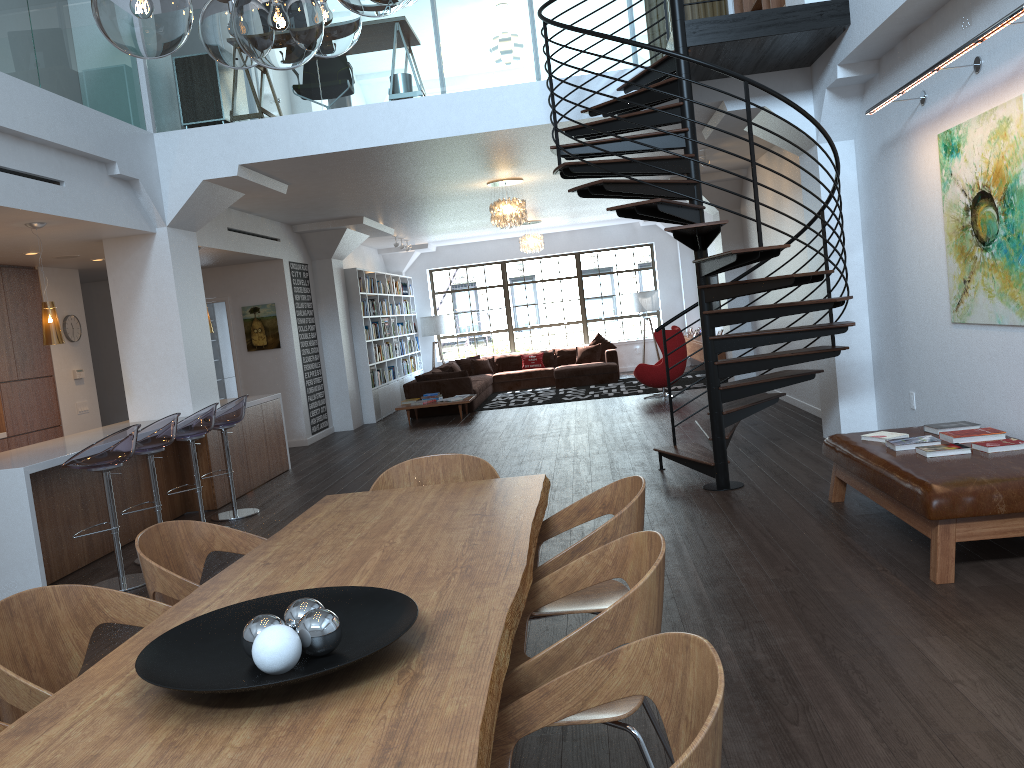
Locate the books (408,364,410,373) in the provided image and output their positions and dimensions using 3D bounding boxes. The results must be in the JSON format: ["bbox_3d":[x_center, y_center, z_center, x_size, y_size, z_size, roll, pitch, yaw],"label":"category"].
[{"bbox_3d":[-2.049,-0.315,16.928,0.160,0.250,0.026,-6,4,4],"label":"books"}]

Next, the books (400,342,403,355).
[{"bbox_3d":[-2.128,-0.642,16.389,0.174,0.243,0.085,-6,4,5],"label":"books"}]

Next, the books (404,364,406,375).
[{"bbox_3d":[-2.072,-0.267,16.528,0.161,0.223,0.026,-6,4,4],"label":"books"}]

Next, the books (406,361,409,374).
[{"bbox_3d":[-2.055,-0.306,16.803,0.183,0.253,0.034,-6,4,4],"label":"books"}]

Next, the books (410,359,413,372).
[{"bbox_3d":[-2.032,-0.340,17.192,0.183,0.253,0.037,-6,4,5],"label":"books"}]

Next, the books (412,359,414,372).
[{"bbox_3d":[-2.021,-0.353,17.336,0.183,0.253,0.037,-6,4,5],"label":"books"}]

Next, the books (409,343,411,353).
[{"bbox_3d":[-2.075,-0.719,17.241,0.183,0.253,0.039,-6,4,5],"label":"books"}]

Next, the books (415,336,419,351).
[{"bbox_3d":[-1.999,-0.817,18.128,0.176,0.290,0.053,-6,4,5],"label":"books"}]

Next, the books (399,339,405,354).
[{"bbox_3d":[-2.129,-0.680,16.577,0.197,0.290,0.136,-6,4,5],"label":"books"}]

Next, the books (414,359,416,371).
[{"bbox_3d":[-2.002,-0.375,17.642,0.171,0.246,0.057,-6,4,5],"label":"books"}]

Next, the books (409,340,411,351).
[{"bbox_3d":[-2.066,-0.724,17.309,0.171,0.246,0.036,-6,4,5],"label":"books"}]

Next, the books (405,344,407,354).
[{"bbox_3d":[-2.091,-0.671,16.855,0.161,0.222,0.084,-6,4,5],"label":"books"}]

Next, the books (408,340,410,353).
[{"bbox_3d":[-2.073,-0.712,17.136,0.174,0.251,0.051,-6,4,5],"label":"books"}]

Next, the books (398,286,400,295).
[{"bbox_3d":[-2.225,-1.800,16.804,0.160,0.250,0.026,-6,4,5],"label":"books"}]

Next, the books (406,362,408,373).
[{"bbox_3d":[-2.068,-0.295,16.765,0.174,0.240,0.045,-6,4,4],"label":"books"}]

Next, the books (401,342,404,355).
[{"bbox_3d":[-2.118,-0.654,16.474,0.182,0.253,0.098,-6,4,5],"label":"books"}]

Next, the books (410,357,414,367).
[{"bbox_3d":[-2.035,-0.371,17.395,0.198,0.284,0.066,-6,4,5],"label":"books"}]

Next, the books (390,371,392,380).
[{"bbox_3d":[-2.150,-0.141,15.396,0.107,0.167,0.017,-6,4,5],"label":"books"}]

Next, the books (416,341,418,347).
[{"bbox_3d":[-2.003,-0.768,18.031,0.161,0.213,0.146,-6,4,5],"label":"books"}]

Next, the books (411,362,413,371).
[{"bbox_3d":[-2.033,-0.343,17.227,0.183,0.253,0.036,-6,4,5],"label":"books"}]

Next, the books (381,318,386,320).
[{"bbox_3d":[-2.285,-1.094,15.133,0.223,0.027,0.161,-5,5,14],"label":"books"}]

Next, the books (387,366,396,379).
[{"bbox_3d":[-2.145,-0.200,15.725,0.140,0.231,0.042,-6,4,5],"label":"books"}]

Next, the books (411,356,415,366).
[{"bbox_3d":[-1.997,-0.391,17.503,0.140,0.298,0.044,-6,4,5],"label":"books"}]

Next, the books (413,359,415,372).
[{"bbox_3d":[-2.016,-0.360,17.456,0.189,0.247,0.057,-6,4,5],"label":"books"}]

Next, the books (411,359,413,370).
[{"bbox_3d":[-2.026,-0.348,17.305,0.160,0.250,0.027,-6,4,5],"label":"books"}]

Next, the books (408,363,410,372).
[{"bbox_3d":[-2.047,-0.304,16.954,0.161,0.223,0.027,-6,4,4],"label":"books"}]

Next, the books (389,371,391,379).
[{"bbox_3d":[-2.160,-0.135,15.345,0.120,0.167,0.020,-6,4,5],"label":"books"}]

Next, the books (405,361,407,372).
[{"bbox_3d":[-2.069,-0.292,16.642,0.183,0.253,0.034,-6,4,4],"label":"books"}]

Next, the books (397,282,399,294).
[{"bbox_3d":[-2.230,-1.792,16.697,0.183,0.253,0.034,-6,4,5],"label":"books"}]

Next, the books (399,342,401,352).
[{"bbox_3d":[-2.138,-0.639,16.287,0.182,0.255,0.077,-6,4,5],"label":"books"}]

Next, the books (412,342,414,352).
[{"bbox_3d":[-2.037,-0.726,17.566,0.161,0.221,0.035,-6,4,4],"label":"books"}]

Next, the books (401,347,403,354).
[{"bbox_3d":[-2.133,-0.650,16.428,0.182,0.255,0.077,-6,4,5],"label":"books"}]

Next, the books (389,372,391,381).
[{"bbox_3d":[-2.159,-0.126,15.308,0.110,0.153,0.019,-6,4,5],"label":"books"}]

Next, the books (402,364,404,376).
[{"bbox_3d":[-2.089,-0.253,16.374,0.161,0.223,0.026,-6,4,4],"label":"books"}]

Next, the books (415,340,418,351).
[{"bbox_3d":[-2.009,-0.769,17.880,0.172,0.235,0.112,-6,4,5],"label":"books"}]

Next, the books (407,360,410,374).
[{"bbox_3d":[-2.057,-0.316,16.885,0.180,0.259,0.060,-6,4,4],"label":"books"}]

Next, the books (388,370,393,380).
[{"bbox_3d":[-2.155,-0.147,15.446,0.126,0.173,0.032,-6,4,5],"label":"books"}]

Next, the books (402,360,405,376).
[{"bbox_3d":[-2.098,-0.290,16.456,0.198,0.284,0.066,-6,4,4],"label":"books"}]

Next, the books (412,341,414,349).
[{"bbox_3d":[-2.039,-0.744,17.652,0.168,0.228,0.139,-6,4,5],"label":"books"}]

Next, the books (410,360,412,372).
[{"bbox_3d":[-2.039,-0.337,17.157,0.183,0.253,0.036,-6,4,5],"label":"books"}]

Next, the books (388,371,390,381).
[{"bbox_3d":[-2.182,-0.134,15.246,0.134,0.184,0.030,-6,4,5],"label":"books"}]

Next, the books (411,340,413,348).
[{"bbox_3d":[-2.050,-0.745,17.529,0.160,0.251,0.039,-6,4,5],"label":"books"}]

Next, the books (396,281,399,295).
[{"bbox_3d":[-2.237,-1.789,16.665,0.183,0.253,0.034,-6,4,5],"label":"books"}]

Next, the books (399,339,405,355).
[{"bbox_3d":[-2.120,-0.687,16.639,0.176,0.293,0.125,-6,4,5],"label":"books"}]

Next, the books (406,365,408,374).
[{"bbox_3d":[-2.062,-0.285,16.730,0.161,0.223,0.027,-6,4,4],"label":"books"}]

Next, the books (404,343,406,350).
[{"bbox_3d":[-2.105,-0.679,16.781,0.170,0.251,0.118,-6,4,5],"label":"books"}]

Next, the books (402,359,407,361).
[{"bbox_3d":[-2.064,-0.327,16.836,0.176,0.290,0.036,-6,4,4],"label":"books"}]

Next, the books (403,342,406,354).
[{"bbox_3d":[-2.105,-0.671,16.728,0.174,0.242,0.105,-6,4,5],"label":"books"}]

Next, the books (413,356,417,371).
[{"bbox_3d":[-2.001,-0.404,17.723,0.176,0.290,0.053,-6,4,5],"label":"books"}]

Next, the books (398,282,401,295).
[{"bbox_3d":[-2.220,-1.805,16.833,0.183,0.253,0.034,-6,4,5],"label":"books"}]

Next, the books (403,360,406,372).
[{"bbox_3d":[-2.082,-0.303,16.565,0.176,0.290,0.053,-6,4,4],"label":"books"}]

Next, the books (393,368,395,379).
[{"bbox_3d":[-2.145,-0.179,15.641,0.146,0.202,0.027,-6,4,5],"label":"books"}]

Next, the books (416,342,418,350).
[{"bbox_3d":[-2.002,-0.766,17.980,0.161,0.213,0.118,-6,4,5],"label":"books"}]

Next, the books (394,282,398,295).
[{"bbox_3d":[-2.241,-1.779,16.583,0.171,0.246,0.057,-6,4,5],"label":"books"}]

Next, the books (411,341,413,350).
[{"bbox_3d":[-2.045,-0.729,17.494,0.161,0.223,0.032,-6,4,5],"label":"books"}]

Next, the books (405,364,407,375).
[{"bbox_3d":[-2.076,-0.289,16.610,0.183,0.253,0.034,-6,4,4],"label":"books"}]

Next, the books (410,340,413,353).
[{"bbox_3d":[-2.057,-0.737,17.428,0.183,0.253,0.042,-6,4,5],"label":"books"}]

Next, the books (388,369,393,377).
[{"bbox_3d":[-2.154,-0.161,15.501,0.139,0.191,0.036,-6,4,5],"label":"books"}]

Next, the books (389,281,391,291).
[{"bbox_3d":[-2.284,-1.733,16.046,0.160,0.251,0.039,-6,4,5],"label":"books"}]
